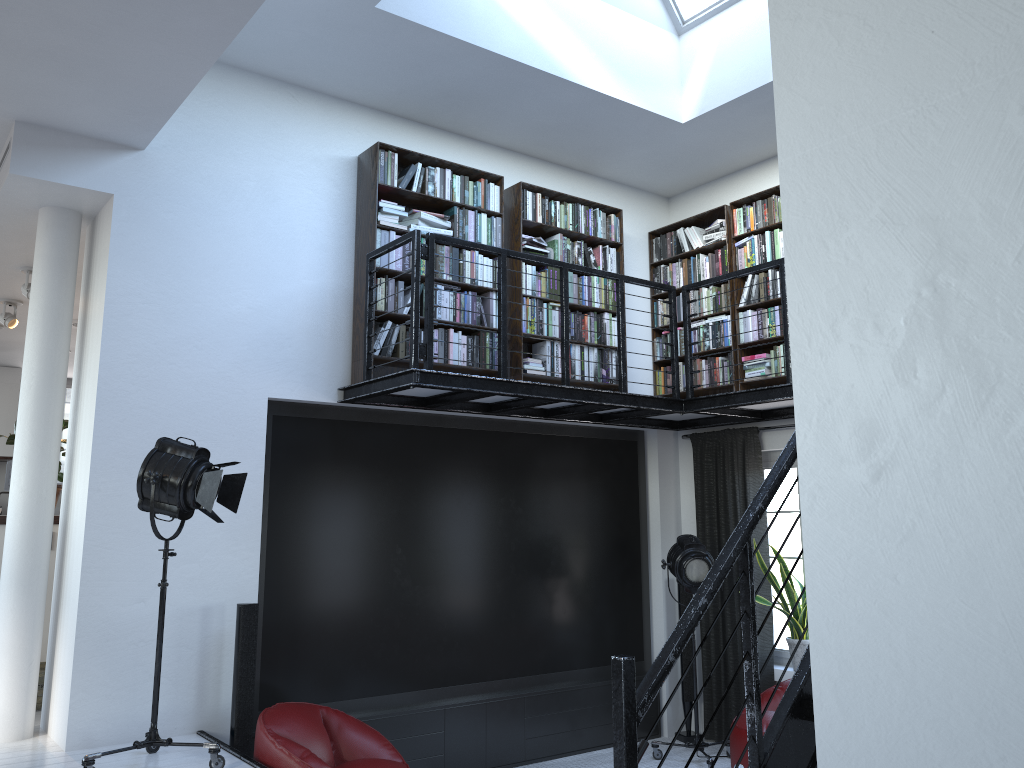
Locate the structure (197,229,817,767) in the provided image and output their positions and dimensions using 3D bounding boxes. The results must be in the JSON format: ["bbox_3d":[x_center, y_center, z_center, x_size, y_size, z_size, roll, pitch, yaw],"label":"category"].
[{"bbox_3d":[0.908,0.662,4.324,4.605,3.377,4.468,7,-12,-36],"label":"structure"}]

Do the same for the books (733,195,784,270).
[{"bbox_3d":[2.615,-1.148,5.971,0.213,0.833,2.625,8,-12,-36],"label":"books"}]

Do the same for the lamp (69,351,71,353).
[{"bbox_3d":[-5.007,-0.357,9.692,0.328,0.025,0.327,-5,-10,28],"label":"lamp"}]

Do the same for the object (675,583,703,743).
[{"bbox_3d":[1.373,2.164,6.998,0.157,1.229,0.156,4,-12,-21],"label":"object"}]

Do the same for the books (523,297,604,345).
[{"bbox_3d":[1.636,-0.976,5.159,1.167,1.414,4.364,7,-12,-36],"label":"books"}]

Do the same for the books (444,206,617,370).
[{"bbox_3d":[1.431,-0.863,5.017,1.595,1.147,4.316,7,-12,-37],"label":"books"}]

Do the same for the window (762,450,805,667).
[{"bbox_3d":[2.263,1.271,6.484,0.132,1.616,1.162,8,-13,-36],"label":"window"}]

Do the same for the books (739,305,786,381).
[{"bbox_3d":[2.845,-0.763,5.592,0.240,1.130,3.376,8,-12,-36],"label":"books"}]

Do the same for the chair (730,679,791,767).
[{"bbox_3d":[1.826,2.226,5.715,0.830,0.716,0.825,-3,-10,15],"label":"chair"}]

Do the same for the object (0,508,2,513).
[{"bbox_3d":[-5.073,1.259,8.647,0.156,0.093,0.156,4,-10,-21],"label":"object"}]

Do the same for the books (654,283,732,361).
[{"bbox_3d":[2.612,-0.867,5.908,0.226,1.421,4.416,8,-12,-36],"label":"books"}]

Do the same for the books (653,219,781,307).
[{"bbox_3d":[2.608,-0.856,5.904,0.241,1.406,4.421,8,-12,-36],"label":"books"}]

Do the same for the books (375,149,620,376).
[{"bbox_3d":[-0.075,-0.774,6.492,2.201,1.433,0.313,7,-13,-36],"label":"books"}]

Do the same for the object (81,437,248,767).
[{"bbox_3d":[-1.625,1.048,4.346,0.544,1.590,0.606,-2,-11,7],"label":"object"}]

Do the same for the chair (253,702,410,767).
[{"bbox_3d":[-0.917,2.062,4.605,0.828,0.716,0.827,-6,-12,32],"label":"chair"}]

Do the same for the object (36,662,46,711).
[{"bbox_3d":[-3.057,1.933,5.680,0.454,0.250,0.387,5,-11,-31],"label":"object"}]

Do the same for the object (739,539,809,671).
[{"bbox_3d":[1.904,1.603,6.477,0.525,0.946,0.550,5,-12,-25],"label":"object"}]

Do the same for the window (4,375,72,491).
[{"bbox_3d":[-5.757,0.652,11.439,1.295,1.469,0.132,7,-13,-36],"label":"window"}]

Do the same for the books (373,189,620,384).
[{"bbox_3d":[1.193,-1.022,4.857,2.200,1.418,4.358,7,-12,-37],"label":"books"}]

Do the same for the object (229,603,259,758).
[{"bbox_3d":[-1.509,1.846,4.896,0.157,1.229,0.157,-8,-13,33],"label":"object"}]

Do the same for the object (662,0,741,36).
[{"bbox_3d":[1.459,-3.098,5.478,1.182,0.638,2.211,7,-11,-36],"label":"object"}]

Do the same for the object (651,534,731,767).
[{"bbox_3d":[2.205,1.777,5.693,2.898,1.589,0.750,-7,-13,37],"label":"object"}]

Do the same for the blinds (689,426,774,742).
[{"bbox_3d":[2.218,1.425,6.155,0.125,2.402,2.497,8,-13,-36],"label":"blinds"}]

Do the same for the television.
[{"bbox_3d":[-0.209,1.442,6.273,3.345,2.444,0.116,7,-13,-36],"label":"television"}]

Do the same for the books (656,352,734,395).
[{"bbox_3d":[2.211,-0.912,5.636,1.282,1.439,4.415,7,-11,-35],"label":"books"}]

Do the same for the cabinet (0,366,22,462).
[{"bbox_3d":[-4.830,0.852,7.677,7.211,3.023,7.267,7,-11,-36],"label":"cabinet"}]

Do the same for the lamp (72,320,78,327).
[{"bbox_3d":[-4.022,-0.564,8.391,0.328,0.025,0.327,5,-10,-31],"label":"lamp"}]

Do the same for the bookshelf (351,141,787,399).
[{"bbox_3d":[1.517,-0.916,5.087,3.081,1.627,4.455,7,-11,-36],"label":"bookshelf"}]

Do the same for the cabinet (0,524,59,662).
[{"bbox_3d":[-4.320,1.786,7.697,1.497,1.179,4.151,7,-11,-36],"label":"cabinet"}]

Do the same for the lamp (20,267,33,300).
[{"bbox_3d":[-3.567,-0.732,6.597,0.182,0.240,0.182,6,-12,-33],"label":"lamp"}]

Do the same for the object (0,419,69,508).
[{"bbox_3d":[-3.524,0.530,6.615,0.774,0.897,0.434,-4,-11,21],"label":"object"}]

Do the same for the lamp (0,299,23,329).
[{"bbox_3d":[-4.260,-0.587,7.514,0.182,0.240,0.182,6,-12,-33],"label":"lamp"}]

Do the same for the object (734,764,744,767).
[{"bbox_3d":[1.282,1.959,4.232,0.511,0.296,1.004,6,-11,-33],"label":"object"}]

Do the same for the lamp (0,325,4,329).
[{"bbox_3d":[-4.954,-0.441,8.430,0.182,0.240,0.182,6,-12,-33],"label":"lamp"}]

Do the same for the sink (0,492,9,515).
[{"bbox_3d":[-5.130,1.409,9.394,0.647,0.523,0.544,7,-12,-36],"label":"sink"}]

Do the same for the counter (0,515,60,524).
[{"bbox_3d":[-4.328,1.205,7.818,1.443,0.062,4.182,6,-11,-36],"label":"counter"}]
